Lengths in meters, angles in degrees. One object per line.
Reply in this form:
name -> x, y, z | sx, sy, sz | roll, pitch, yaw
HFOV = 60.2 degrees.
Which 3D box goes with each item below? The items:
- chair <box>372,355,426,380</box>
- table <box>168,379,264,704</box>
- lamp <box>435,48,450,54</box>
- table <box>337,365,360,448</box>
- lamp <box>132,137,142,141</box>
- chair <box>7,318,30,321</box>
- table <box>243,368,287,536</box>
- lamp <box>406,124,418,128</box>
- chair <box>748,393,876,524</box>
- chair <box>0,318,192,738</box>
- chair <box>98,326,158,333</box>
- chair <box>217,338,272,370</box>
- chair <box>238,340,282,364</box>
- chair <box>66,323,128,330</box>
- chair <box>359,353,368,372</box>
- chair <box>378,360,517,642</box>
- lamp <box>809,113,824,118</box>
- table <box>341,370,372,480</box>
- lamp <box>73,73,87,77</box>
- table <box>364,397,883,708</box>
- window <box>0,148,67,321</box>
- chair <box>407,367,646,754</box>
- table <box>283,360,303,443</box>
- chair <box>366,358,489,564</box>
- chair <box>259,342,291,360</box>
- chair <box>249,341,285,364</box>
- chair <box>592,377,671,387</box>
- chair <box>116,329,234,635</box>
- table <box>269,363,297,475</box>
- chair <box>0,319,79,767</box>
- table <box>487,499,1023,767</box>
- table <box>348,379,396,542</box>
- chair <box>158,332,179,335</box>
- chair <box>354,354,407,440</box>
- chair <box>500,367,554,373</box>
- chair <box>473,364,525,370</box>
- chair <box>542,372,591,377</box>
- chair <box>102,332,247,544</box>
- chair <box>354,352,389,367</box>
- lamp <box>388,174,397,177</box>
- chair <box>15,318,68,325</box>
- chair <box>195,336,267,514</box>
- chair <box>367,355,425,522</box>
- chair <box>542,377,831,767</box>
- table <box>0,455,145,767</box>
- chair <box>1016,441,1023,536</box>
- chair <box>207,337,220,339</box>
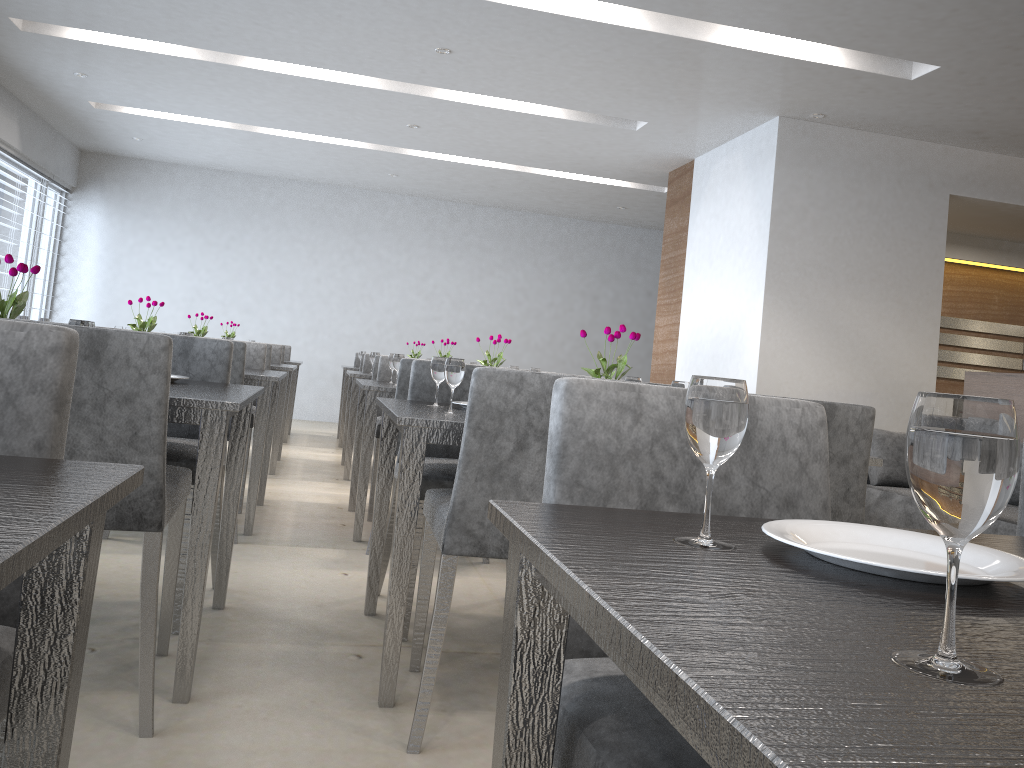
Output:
chair -> -0.670, 0.220, 5.318 | 0.476, 0.765, 0.491 | 6, -2, -7
table -> -1.260, 0.284, 2.093 | 1.187, 0.637, 0.777 | 6, -1, -12
lamp -> -0.392, -1.878, 4.987 | 0.089, 0.007, 0.088 | 6, 1, 33
table -> -0.867, 0.224, 7.467 | 1.187, 0.637, 0.777 | 6, -1, -12
lamp -> -3.432, -2.243, 8.095 | 0.089, 0.007, 0.088 | 6, 1, 33
chair -> -1.595, 0.181, 2.389 | 0.476, 0.765, 0.492 | 6, -2, -17
table -> -1.614, 0.217, 3.747 | 1.187, 0.637, 0.777 | 6, -1, -12
lamp -> -0.754, -1.946, 6.677 | 0.089, 0.007, 0.088 | 6, 1, 33
chair -> 0.541, 0.402, 2.157 | 0.476, 0.765, 0.492 | 6, -2, -17
chair -> -0.935, 0.258, 1.847 | 0.476, 0.765, 0.492 | 6, -2, -17
chair -> -2.147, 0.077, 5.009 | 0.476, 0.765, 0.491 | 6, -2, -7
chair -> -1.647, 0.124, 5.173 | 0.476, 0.765, 0.492 | 6, -2, -17
chair -> -1.774, 0.100, 5.817 | 0.476, 0.765, 0.491 | 6, -2, -7
chair -> -1.949, 0.115, 4.043 | 0.476, 0.765, 0.492 | 6, -2, -17
chair -> -1.042, 0.150, 7.058 | 0.476, 0.765, 0.491 | 6, -2, -7
chair -> -0.118, 0.325, 2.698 | 0.476, 0.765, 0.492 | 6, -2, -17
lamp -> 1.882, -1.657, 5.463 | 0.089, 0.007, 0.088 | 6, 1, 33
table -> -0.495, 0.294, 5.727 | 1.187, 0.637, 0.777 | 6, -1, -12
lamp -> -3.027, -2.167, 6.201 | 0.089, 0.007, 0.088 | 6, 1, 33
table -> 0.217, 0.427, 2.402 | 1.187, 0.637, 0.777 | 6, -1, -12
window -> -4.263, -0.885, 7.009 | 0.158, 2.079, 3.658 | 6, 0, -12
chair -> 0.041, 0.354, 1.993 | 0.476, 0.765, 0.491 | 6, -2, -7
table -> -2.343, 0.080, 7.158 | 1.187, 0.637, 0.777 | 6, -1, -12
chair -> -0.313, 0.288, 3.647 | 0.476, 0.765, 0.491 | 6, -2, -7
chair -> -2.146, 0.030, 7.557 | 0.476, 0.765, 0.491 | 6, -2, -7
chair -> -2.019, 0.054, 6.912 | 0.476, 0.765, 0.492 | 6, -2, -17
chair -> 0.414, 0.377, 2.801 | 0.476, 0.765, 0.491 | 6, -2, -7
chair -> -1.063, 0.233, 2.492 | 0.476, 0.765, 0.491 | 6, -2, -7
table -> -1.971, 0.150, 5.418 | 1.187, 0.637, 0.777 | 6, -1, -12
chair -> -0.688, 0.304, 0.738 | 0.476, 0.765, 0.491 | 6, -2, -7
table -> 0.605, 0.501, 0.587 | 1.187, 0.637, 0.777 | 6, -1, -12
table -> -0.137, 0.361, 4.056 | 1.187, 0.637, 0.777 | 6, -1, -12
chair -> -2.306, 0.048, 5.714 | 0.476, 0.765, 0.492 | 6, -2, -17
chair -> -0.830, 0.191, 6.024 | 0.476, 0.765, 0.492 | 6, -2, -17
chair -> 0.060, 0.310, 4.455 | 0.476, 0.765, 0.491 | 6, -2, -7
chair -> -0.170, 0.268, 5.482 | 0.476, 0.765, 0.492 | 6, -2, -17
chair -> 0.188, 0.335, 3.811 | 0.476, 0.765, 0.492 | 6, -2, -17
chair -> -1.289, 0.192, 3.501 | 0.476, 0.765, 0.492 | 6, -2, -17
chair -> -1.202, 0.121, 7.763 | 0.476, 0.765, 0.492 | 6, -2, -17
lamp -> -1.159, -2.022, 8.571 | 0.089, 0.007, 0.088 | 6, 1, 33
chair -> -1.790, 0.144, 3.338 | 0.476, 0.765, 0.491 | 6, -2, -7
chair -> -1.417, 0.167, 4.146 | 0.476, 0.765, 0.491 | 6, -2, -7
chair -> -0.472, 0.259, 4.352 | 0.476, 0.765, 0.492 | 6, -2, -17
chair -> 0.259, 0.397, 0.883 | 0.476, 0.765, 0.492 | 6, -2, -17
table -> -0.885, 0.354, 0.339 | 1.187, 0.637, 0.777 | 6, -1, -12
chair -> 0.818, 0.452, 0.992 | 0.478, 0.765, 0.489 | 5, -2, 18
chair -> -2.678, -0.022, 7.454 | 0.476, 0.765, 0.492 | 6, -2, -17
